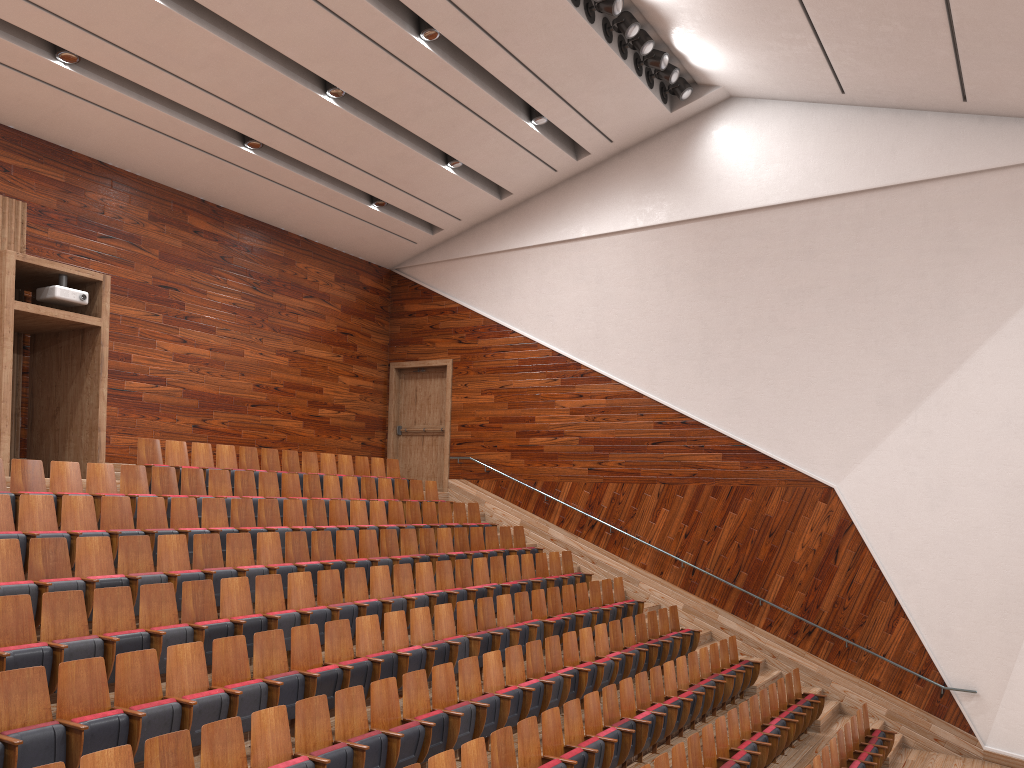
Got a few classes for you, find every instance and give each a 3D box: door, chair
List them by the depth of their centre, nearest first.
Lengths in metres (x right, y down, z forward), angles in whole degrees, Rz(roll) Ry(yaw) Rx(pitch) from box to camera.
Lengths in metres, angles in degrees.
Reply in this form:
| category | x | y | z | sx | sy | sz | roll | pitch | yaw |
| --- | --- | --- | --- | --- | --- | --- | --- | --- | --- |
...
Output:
| category | x | y | z | sx | sy | sz | roll | pitch | yaw |
| --- | --- | --- | --- | --- | --- | --- | --- | --- | --- |
| chair | -0.167 | 0.223 | 0.745 | 0.770 | 0.371 | 1.192 | -2 | -7 | 31 |
| door | -0.164 | 0.079 | 1.609 | 0.140 | 0.239 | 0.024 | 1 | 0 | 31 |

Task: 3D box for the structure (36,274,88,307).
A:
| category | x | y | z | sx | sy | sz | roll | pitch | yaw |
| --- | --- | --- | --- | --- | --- | --- | --- | --- | --- |
| structure | -0.489 | -0.104 | 0.957 | 0.041 | 0.031 | 0.038 | -1 | -5 | 31 |

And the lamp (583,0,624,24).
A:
| category | x | y | z | sx | sy | sz | roll | pitch | yaw |
| --- | --- | --- | --- | --- | --- | --- | --- | --- | --- |
| lamp | 0.110 | -0.446 | 1.035 | 0.044 | 0.030 | 0.031 | -1 | -4 | 31 |

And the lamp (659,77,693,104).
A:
| category | x | y | z | sx | sy | sz | roll | pitch | yaw |
| --- | --- | --- | --- | --- | --- | --- | --- | --- | --- |
| lamp | 0.234 | -0.416 | 1.242 | 0.045 | 0.032 | 0.031 | -1 | -4 | 31 |

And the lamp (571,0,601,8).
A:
| category | x | y | z | sx | sy | sz | roll | pitch | yaw |
| --- | --- | --- | --- | --- | --- | --- | --- | --- | --- |
| lamp | 0.089 | -0.451 | 1.001 | 0.045 | 0.032 | 0.031 | -1 | -4 | 31 |

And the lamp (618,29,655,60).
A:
| category | x | y | z | sx | sy | sz | roll | pitch | yaw |
| --- | --- | --- | --- | --- | --- | --- | --- | --- | --- |
| lamp | 0.160 | -0.434 | 1.119 | 0.045 | 0.032 | 0.031 | -1 | -4 | 31 |

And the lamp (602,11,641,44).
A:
| category | x | y | z | sx | sy | sz | roll | pitch | yaw |
| --- | --- | --- | --- | --- | --- | --- | --- | --- | --- |
| lamp | 0.136 | -0.440 | 1.079 | 0.045 | 0.032 | 0.031 | -1 | -4 | 31 |

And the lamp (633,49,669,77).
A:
| category | x | y | z | sx | sy | sz | roll | pitch | yaw |
| --- | --- | --- | --- | --- | --- | --- | --- | --- | --- |
| lamp | 0.186 | -0.427 | 1.163 | 0.044 | 0.030 | 0.031 | -1 | -4 | 31 |

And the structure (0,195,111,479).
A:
| category | x | y | z | sx | sy | sz | roll | pitch | yaw |
| --- | --- | --- | --- | --- | --- | --- | --- | --- | --- |
| structure | -0.545 | -0.059 | 0.976 | 0.144 | 0.328 | 0.117 | 1 | -1 | 31 |

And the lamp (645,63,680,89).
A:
| category | x | y | z | sx | sy | sz | roll | pitch | yaw |
| --- | --- | --- | --- | --- | --- | --- | --- | --- | --- |
| lamp | 0.207 | -0.422 | 1.197 | 0.045 | 0.030 | 0.031 | -1 | -4 | 31 |
